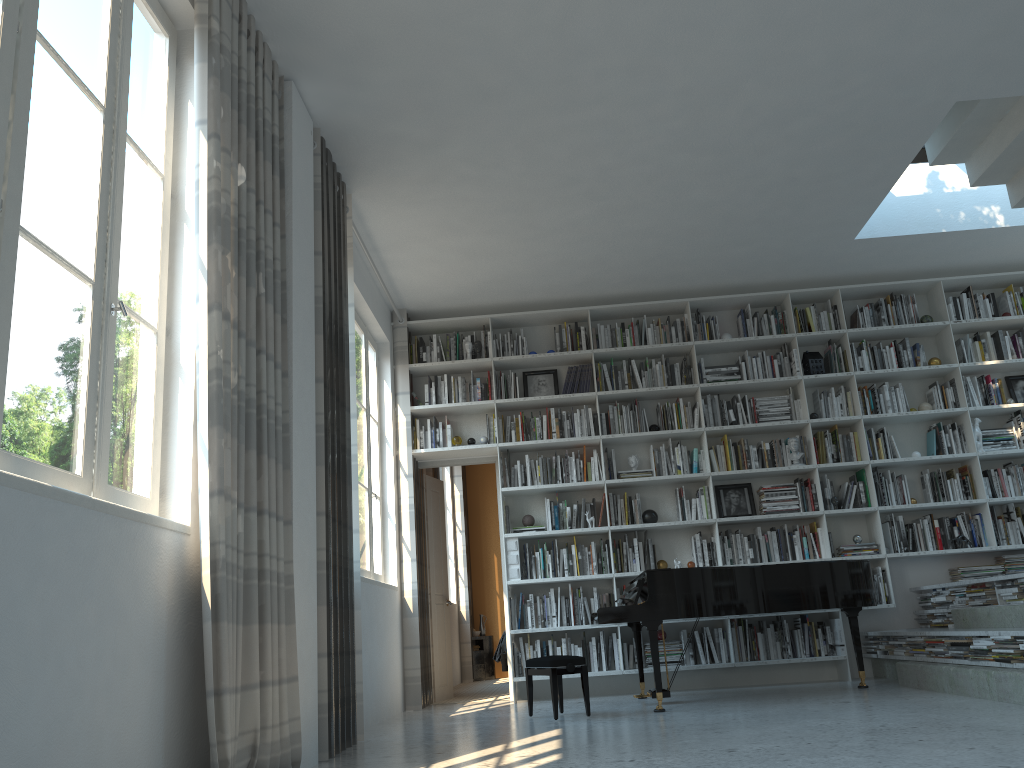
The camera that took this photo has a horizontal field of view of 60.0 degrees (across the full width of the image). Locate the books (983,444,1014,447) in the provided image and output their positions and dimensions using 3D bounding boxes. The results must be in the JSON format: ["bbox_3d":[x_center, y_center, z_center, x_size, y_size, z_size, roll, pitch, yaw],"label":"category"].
[{"bbox_3d":[3.907,0.516,7.205,0.254,0.012,0.161,-5,-16,4],"label":"books"}]

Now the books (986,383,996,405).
[{"bbox_3d":[3.912,0.119,7.290,0.013,0.206,0.190,-4,-16,2],"label":"books"}]

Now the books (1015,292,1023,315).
[{"bbox_3d":[4.248,-0.633,7.485,0.031,0.248,0.165,-4,-16,2],"label":"books"}]

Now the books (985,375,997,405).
[{"bbox_3d":[3.923,0.083,7.311,0.014,0.284,0.176,-4,-16,2],"label":"books"}]

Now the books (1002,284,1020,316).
[{"bbox_3d":[4.221,-0.666,7.496,0.007,0.320,0.166,-4,-15,2],"label":"books"}]

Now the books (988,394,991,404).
[{"bbox_3d":[3.895,0.098,7.324,0.020,0.266,0.152,-4,-15,2],"label":"books"}]

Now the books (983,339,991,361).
[{"bbox_3d":[3.945,-0.243,7.417,0.024,0.235,0.147,-4,-16,2],"label":"books"}]

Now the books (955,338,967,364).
[{"bbox_3d":[3.744,-0.239,7.416,0.012,0.253,0.161,-4,-16,2],"label":"books"}]

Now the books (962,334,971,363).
[{"bbox_3d":[3.788,-0.257,7.416,0.051,0.281,0.167,-4,-16,2],"label":"books"}]

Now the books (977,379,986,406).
[{"bbox_3d":[3.852,0.104,7.336,0.043,0.268,0.131,-4,-15,2],"label":"books"}]

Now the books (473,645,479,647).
[{"bbox_3d":[-0.513,3.280,11.092,0.133,0.012,0.189,-9,-17,19],"label":"books"}]

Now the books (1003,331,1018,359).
[{"bbox_3d":[4.142,-0.284,7.409,0.048,0.282,0.163,-4,-16,2],"label":"books"}]

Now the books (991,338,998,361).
[{"bbox_3d":[3.994,-0.252,7.405,0.025,0.238,0.143,-4,-16,2],"label":"books"}]

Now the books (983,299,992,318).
[{"bbox_3d":[3.982,-0.591,7.481,0.024,0.201,0.190,-4,-16,2],"label":"books"}]

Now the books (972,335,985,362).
[{"bbox_3d":[3.878,-0.256,7.401,0.026,0.260,0.168,-4,-16,2],"label":"books"}]

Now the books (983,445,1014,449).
[{"bbox_3d":[3.908,0.526,7.198,0.254,0.012,0.161,-6,-16,6],"label":"books"}]

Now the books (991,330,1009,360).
[{"bbox_3d":[4.019,-0.281,7.357,0.032,0.264,0.246,-4,-16,2],"label":"books"}]

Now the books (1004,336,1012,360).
[{"bbox_3d":[4.087,-0.261,7.377,0.030,0.229,0.187,-4,-16,2],"label":"books"}]

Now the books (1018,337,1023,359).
[{"bbox_3d":[4.209,-0.262,7.382,0.031,0.217,0.166,-4,-16,2],"label":"books"}]

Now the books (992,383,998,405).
[{"bbox_3d":[3.949,0.117,7.304,0.033,0.212,0.153,-4,-16,2],"label":"books"}]

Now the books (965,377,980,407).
[{"bbox_3d":[3.781,0.095,7.325,0.065,0.288,0.146,-4,-15,2],"label":"books"}]

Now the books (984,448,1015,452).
[{"bbox_3d":[3.910,0.550,7.192,0.254,0.012,0.161,-3,-16,-2],"label":"books"}]

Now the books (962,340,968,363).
[{"bbox_3d":[3.757,-0.232,7.411,0.013,0.236,0.142,-4,-16,2],"label":"books"}]

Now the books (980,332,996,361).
[{"bbox_3d":[3.967,-0.276,7.403,0.026,0.287,0.156,-4,-15,2],"label":"books"}]

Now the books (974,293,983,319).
[{"bbox_3d":[3.919,-0.614,7.495,0.014,0.261,0.169,-4,-16,2],"label":"books"}]

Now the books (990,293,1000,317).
[{"bbox_3d":[4.050,-0.621,7.496,0.030,0.257,0.165,-4,-16,2],"label":"books"}]

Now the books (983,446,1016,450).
[{"bbox_3d":[3.909,0.537,7.192,0.285,0.012,0.160,-6,-16,7],"label":"books"}]

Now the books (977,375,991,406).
[{"bbox_3d":[3.878,0.086,7.314,0.012,0.286,0.177,-4,-16,2],"label":"books"}]

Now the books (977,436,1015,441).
[{"bbox_3d":[3.907,0.456,7.219,0.285,0.012,0.160,-4,-16,-1],"label":"books"}]

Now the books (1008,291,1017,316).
[{"bbox_3d":[4.195,-0.630,7.488,0.016,0.251,0.189,-4,-16,2],"label":"books"}]

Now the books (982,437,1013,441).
[{"bbox_3d":[3.907,0.467,7.212,0.254,0.012,0.161,-6,-16,7],"label":"books"}]

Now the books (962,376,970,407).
[{"bbox_3d":[3.730,0.094,7.332,0.015,0.300,0.141,-4,-15,2],"label":"books"}]

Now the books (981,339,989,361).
[{"bbox_3d":[3.918,-0.240,7.403,0.030,0.223,0.158,-4,-16,2],"label":"books"}]

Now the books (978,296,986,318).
[{"bbox_3d":[3.937,-0.603,7.492,0.022,0.235,0.172,-4,-16,2],"label":"books"}]

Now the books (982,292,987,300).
[{"bbox_3d":[3.999,-0.623,7.516,0.012,0.278,0.153,-4,-15,2],"label":"books"}]

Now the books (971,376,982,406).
[{"bbox_3d":[3.823,0.095,7.329,0.012,0.284,0.160,-4,-15,2],"label":"books"}]

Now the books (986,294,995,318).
[{"bbox_3d":[4.029,-0.614,7.509,0.012,0.253,0.161,-4,-16,2],"label":"books"}]

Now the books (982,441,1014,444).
[{"bbox_3d":[3.907,0.491,7.205,0.254,0.012,0.161,-3,-16,-3],"label":"books"}]

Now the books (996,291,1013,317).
[{"bbox_3d":[4.161,-0.632,7.482,0.019,0.255,0.169,-4,-16,2],"label":"books"}]

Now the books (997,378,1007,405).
[{"bbox_3d":[3.998,0.095,7.296,0.026,0.243,0.178,-4,-16,2],"label":"books"}]

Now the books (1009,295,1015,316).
[{"bbox_3d":[4.176,-0.615,7.479,0.008,0.220,0.183,-5,-16,2],"label":"books"}]

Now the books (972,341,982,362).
[{"bbox_3d":[3.853,-0.230,7.390,0.025,0.207,0.176,-4,-16,2],"label":"books"}]

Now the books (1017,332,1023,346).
[{"bbox_3d":[4.235,-0.284,7.395,0.023,0.263,0.156,-4,-16,2],"label":"books"}]

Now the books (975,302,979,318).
[{"bbox_3d":[3.899,-0.587,7.510,0.030,0.220,0.133,-4,-16,2],"label":"books"}]

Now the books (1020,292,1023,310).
[{"bbox_3d":[4.289,-0.632,7.475,0.018,0.234,0.187,-4,-16,2],"label":"books"}]

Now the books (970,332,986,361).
[{"bbox_3d":[3.895,-0.272,7.413,0.011,0.295,0.163,-4,-15,2],"label":"books"}]

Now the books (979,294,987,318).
[{"bbox_3d":[3.959,-0.611,7.502,0.021,0.253,0.152,-4,-16,2],"label":"books"}]

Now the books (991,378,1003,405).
[{"bbox_3d":[3.975,0.095,7.308,0.021,0.252,0.167,-4,-16,2],"label":"books"}]

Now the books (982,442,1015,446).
[{"bbox_3d":[3.908,0.504,7.208,0.285,0.012,0.160,-4,-16,0],"label":"books"}]

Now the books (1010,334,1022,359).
[{"bbox_3d":[4.173,-0.272,7.379,0.014,0.239,0.190,-4,-16,2],"label":"books"}]

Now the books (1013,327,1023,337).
[{"bbox_3d":[4.255,-0.304,7.385,0.022,0.293,0.181,-4,-16,2],"label":"books"}]

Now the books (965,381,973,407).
[{"bbox_3d":[3.744,0.116,7.316,0.011,0.247,0.156,-4,-16,2],"label":"books"}]

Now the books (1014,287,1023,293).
[{"bbox_3d":[4.307,-0.658,7.502,0.020,0.298,0.131,-4,-15,2],"label":"books"}]

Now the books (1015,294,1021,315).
[{"bbox_3d":[4.231,-0.623,7.475,0.007,0.225,0.170,-4,-16,2],"label":"books"}]

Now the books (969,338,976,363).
[{"bbox_3d":[3.828,-0.242,7.419,0.026,0.250,0.131,-4,-15,2],"label":"books"}]

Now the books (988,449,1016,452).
[{"bbox_3d":[3.910,0.561,7.188,0.285,0.012,0.160,-6,-16,6],"label":"books"}]

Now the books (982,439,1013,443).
[{"bbox_3d":[3.906,0.482,7.219,0.254,0.012,0.161,-5,-16,2],"label":"books"}]

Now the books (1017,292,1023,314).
[{"bbox_3d":[4.273,-0.635,7.499,0.017,0.256,0.147,-4,-15,2],"label":"books"}]
